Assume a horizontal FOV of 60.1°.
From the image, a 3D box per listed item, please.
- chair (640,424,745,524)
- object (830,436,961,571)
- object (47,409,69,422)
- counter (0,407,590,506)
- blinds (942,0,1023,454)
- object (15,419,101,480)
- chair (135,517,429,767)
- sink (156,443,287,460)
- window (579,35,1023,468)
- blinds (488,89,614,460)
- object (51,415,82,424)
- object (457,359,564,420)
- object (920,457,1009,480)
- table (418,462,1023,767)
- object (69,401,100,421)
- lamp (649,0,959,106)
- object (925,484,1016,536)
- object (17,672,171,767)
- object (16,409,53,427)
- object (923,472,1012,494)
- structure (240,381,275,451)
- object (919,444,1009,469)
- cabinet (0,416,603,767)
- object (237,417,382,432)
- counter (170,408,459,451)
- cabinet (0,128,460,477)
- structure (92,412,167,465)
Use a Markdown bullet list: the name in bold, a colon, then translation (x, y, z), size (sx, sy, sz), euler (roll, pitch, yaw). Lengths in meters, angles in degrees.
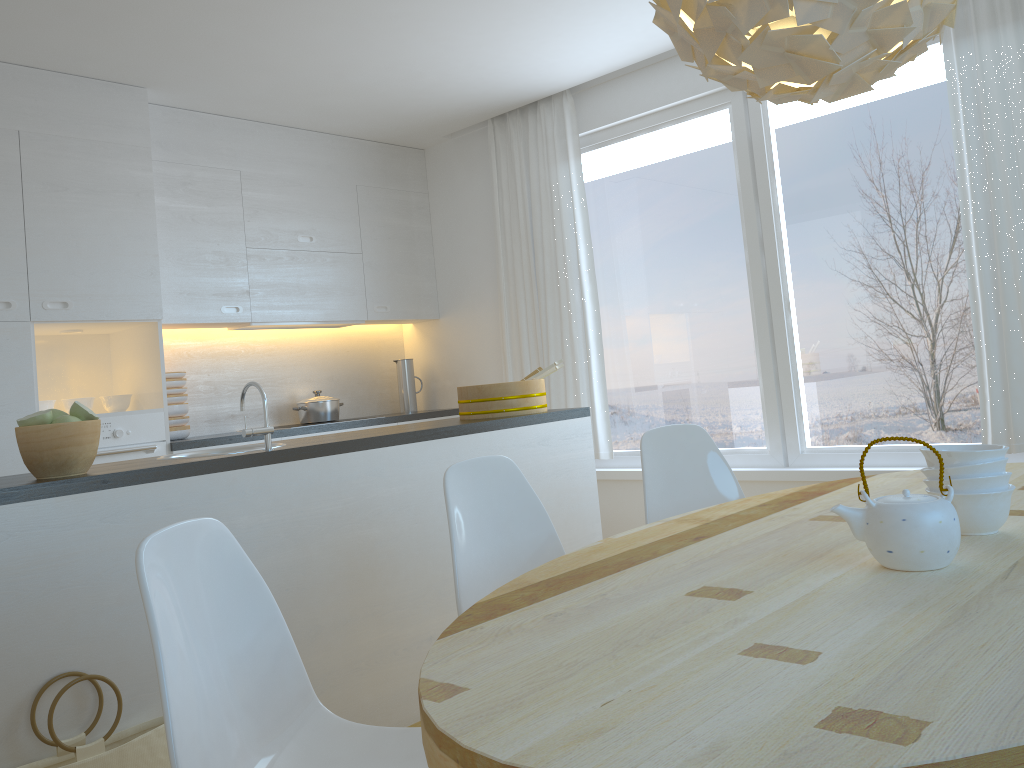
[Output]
- **chair**: translation (0.670, 0.570, 2.594), size (0.430, 0.905, 0.520), euler (-4, -3, -27)
- **object**: translation (0.639, 0.192, 1.466), size (0.176, 0.212, 0.147), euler (-7, -3, 42)
- **object**: translation (-1.240, 0.116, 2.409), size (0.102, 0.099, 0.086), euler (-5, -2, -26)
- **counter**: translation (-0.702, 0.217, 3.091), size (0.598, 0.040, 2.405), euler (-5, 0, 43)
- **blinds**: translation (2.089, -0.810, 3.390), size (0.791, 2.167, 0.150), euler (-8, -4, 43)
- **object**: translation (-1.208, 0.176, 2.366), size (0.205, 0.142, 0.205), euler (-6, -1, 4)
- **chair**: translation (-0.285, 0.664, 1.445), size (0.522, 0.905, 0.429), euler (-6, -3, 13)
- **sink**: translation (-0.936, 0.294, 2.880), size (0.404, 0.157, 0.403), euler (-5, 0, -5)
- **window**: translation (1.281, -0.552, 4.413), size (2.715, 1.924, 0.088), euler (-6, -3, 43)
- **blinds**: translation (0.150, -0.630, 5.195), size (0.791, 2.167, 0.150), euler (-8, -4, 42)
- **object**: translation (-1.179, 0.125, 2.353), size (0.081, 0.086, 0.097), euler (-6, -1, 8)
- **object**: translation (-0.021, 0.025, 3.788), size (0.430, 0.215, 0.377), euler (-5, -1, -19)
- **object**: translation (0.854, 0.188, 1.666), size (0.152, 0.096, 0.150), euler (-5, -1, -30)
- **table**: translation (0.769, 0.651, 1.628), size (1.189, 0.727, 2.194), euler (-6, -1, 41)
- **object**: translation (-1.168, 0.080, 2.419), size (0.074, 0.072, 0.077), euler (-5, -2, -22)
- **lamp**: translation (0.567, -1.117, 1.783), size (0.644, 1.139, 0.640), euler (-8, -3, 42)
- **object**: translation (0.861, 0.235, 1.657), size (0.152, 0.083, 0.151), euler (-5, -1, -8)
- **object**: translation (-0.569, 0.897, 1.919), size (1.187, 0.503, 0.471), euler (-6, -2, 21)
- **object**: translation (-1.251, 0.103, 2.321), size (0.084, 0.065, 0.085), euler (-5, -1, -35)
- **object**: translation (0.858, 0.212, 1.662), size (0.152, 0.093, 0.151), euler (-5, -1, -8)
- **structure**: translation (-0.820, 0.101, 2.730), size (0.161, 0.216, 0.097), euler (-7, -3, 43)
- **object**: translation (0.854, 0.160, 1.666), size (0.152, 0.087, 0.151), euler (-5, -1, -19)
- **cabinet**: translation (-0.657, 0.691, 3.062), size (0.598, 0.913, 2.405), euler (-8, -2, 43)
- **object**: translation (-1.179, 0.240, 5.215), size (0.559, 0.013, 0.655), euler (-5, 0, 43)
- **counter**: translation (-1.178, 0.258, 5.209), size (0.598, 0.040, 2.004), euler (-5, 0, 43)
- **cabinet**: translation (-1.571, -0.026, 4.747), size (0.479, 2.308, 3.206), euler (-8, -3, 43)
- **structure**: translation (-1.841, 0.451, 4.054), size (0.049, 0.598, 0.561), euler (-9, -3, 43)
